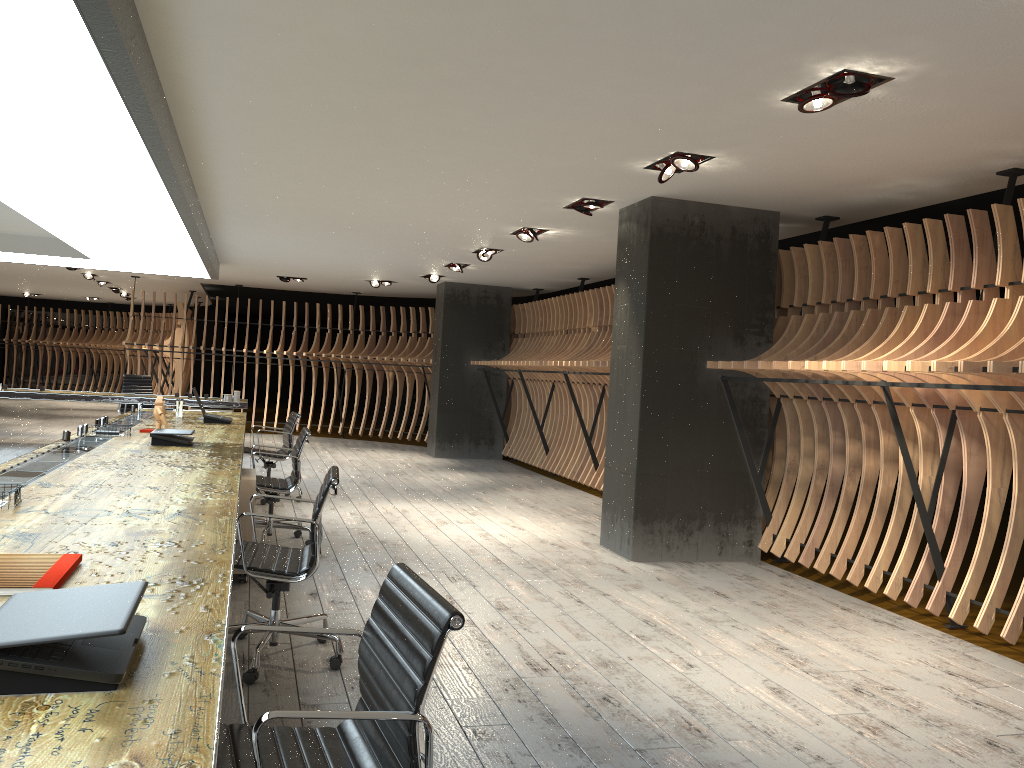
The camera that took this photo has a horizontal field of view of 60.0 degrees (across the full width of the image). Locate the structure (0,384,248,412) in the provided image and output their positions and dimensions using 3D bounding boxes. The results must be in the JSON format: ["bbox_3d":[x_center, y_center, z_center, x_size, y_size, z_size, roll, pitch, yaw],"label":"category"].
[{"bbox_3d":[-3.953,0.649,4.640,4.834,0.844,18.479,3,0,-16],"label":"structure"}]

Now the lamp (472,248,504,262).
[{"bbox_3d":[-0.279,-1.579,10.285,0.269,0.288,0.493,3,0,-16],"label":"lamp"}]

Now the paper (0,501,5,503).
[{"bbox_3d":[-1.996,0.441,3.288,0.176,0.004,0.130,3,0,-10],"label":"paper"}]

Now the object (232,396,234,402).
[{"bbox_3d":[-4.047,0.212,12.712,0.175,0.089,0.289,3,0,0],"label":"object"}]

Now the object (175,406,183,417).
[{"bbox_3d":[-3.277,0.278,8.727,0.061,0.111,0.061,3,0,17],"label":"object"}]

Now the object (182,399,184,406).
[{"bbox_3d":[-3.252,0.234,8.726,0.030,0.170,0.007,4,-1,-30],"label":"object"}]

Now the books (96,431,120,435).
[{"bbox_3d":[-2.908,0.349,6.379,0.155,0.025,0.110,3,0,-21],"label":"books"}]

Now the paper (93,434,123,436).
[{"bbox_3d":[-2.902,0.362,6.377,0.176,0.004,0.130,3,0,-10],"label":"paper"}]

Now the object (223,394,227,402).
[{"bbox_3d":[-4.099,0.199,12.681,0.062,0.109,0.062,4,0,-44],"label":"object"}]

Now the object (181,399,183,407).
[{"bbox_3d":[-3.255,0.234,8.717,0.030,0.170,0.007,3,-1,-3],"label":"object"}]

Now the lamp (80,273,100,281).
[{"bbox_3d":[-7.885,-2.083,16.572,0.269,0.284,0.493,3,0,-16],"label":"lamp"}]

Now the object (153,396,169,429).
[{"bbox_3d":[-2.590,0.237,6.501,0.097,0.300,0.321,4,0,-33],"label":"object"}]

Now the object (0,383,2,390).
[{"bbox_3d":[-7.095,-0.125,11.900,0.431,0.429,0.195,3,0,-21],"label":"object"}]

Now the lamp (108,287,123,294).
[{"bbox_3d":[-8.785,-2.156,19.632,0.269,0.296,0.493,3,0,-16],"label":"lamp"}]

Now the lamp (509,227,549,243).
[{"bbox_3d":[0.171,-1.540,8.755,0.269,0.288,0.493,3,0,-16],"label":"lamp"}]

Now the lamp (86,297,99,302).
[{"bbox_3d":[-11.104,-2.325,23.447,0.493,0.294,0.269,3,0,11],"label":"lamp"}]

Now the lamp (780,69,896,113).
[{"bbox_3d":[1.520,-1.419,4.164,0.269,0.294,0.493,3,0,-16],"label":"lamp"}]

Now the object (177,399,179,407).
[{"bbox_3d":[-3.289,0.232,8.743,0.030,0.170,0.007,3,-1,4],"label":"object"}]

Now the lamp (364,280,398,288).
[{"bbox_3d":[-2.148,-1.723,14.571,0.493,0.292,0.269,3,0,28],"label":"lamp"}]

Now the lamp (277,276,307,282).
[{"bbox_3d":[-3.678,-1.815,14.831,0.492,0.294,0.269,3,0,-10],"label":"lamp"}]

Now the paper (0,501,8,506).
[{"bbox_3d":[-1.985,0.446,3.296,0.176,0.003,0.130,3,1,-18],"label":"paper"}]

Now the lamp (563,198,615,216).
[{"bbox_3d":[0.620,-1.497,7.224,0.269,0.296,0.493,3,0,-16],"label":"lamp"}]

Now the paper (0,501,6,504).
[{"bbox_3d":[-1.996,0.442,3.288,0.176,0.004,0.130,3,0,-10],"label":"paper"}]

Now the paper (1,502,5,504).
[{"bbox_3d":[-1.996,0.444,3.288,0.176,0.004,0.130,3,0,-8],"label":"paper"}]

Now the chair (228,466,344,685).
[{"bbox_3d":[-1.109,0.815,4.028,0.667,0.859,0.693,3,0,-20],"label":"chair"}]

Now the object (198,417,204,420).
[{"bbox_3d":[-2.927,0.340,8.649,0.213,0.019,0.219,3,1,-31],"label":"object"}]

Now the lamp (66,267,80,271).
[{"bbox_3d":[-7.436,-2.038,15.042,0.269,0.295,0.493,3,0,-16],"label":"lamp"}]

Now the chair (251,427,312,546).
[{"bbox_3d":[-1.824,0.751,6.575,0.667,0.859,0.693,3,0,-25],"label":"chair"}]

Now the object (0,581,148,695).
[{"bbox_3d":[-0.854,0.474,1.691,0.261,0.111,0.373,3,0,-16],"label":"object"}]

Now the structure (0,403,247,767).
[{"bbox_3d":[-2.133,0.754,4.953,1.162,0.844,10.454,3,0,-16],"label":"structure"}]

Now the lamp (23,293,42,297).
[{"bbox_3d":[-12.680,-2.420,23.422,0.492,0.291,0.269,3,0,-12],"label":"lamp"}]

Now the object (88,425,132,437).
[{"bbox_3d":[-2.903,0.340,6.377,0.302,0.074,0.217,3,0,-22],"label":"object"}]

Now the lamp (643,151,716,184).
[{"bbox_3d":[1.070,-1.459,5.694,0.269,0.292,0.493,3,0,-16],"label":"lamp"}]

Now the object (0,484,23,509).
[{"bbox_3d":[-1.997,0.418,3.288,0.302,0.071,0.209,3,0,-22],"label":"object"}]

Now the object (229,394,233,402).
[{"bbox_3d":[-4.031,0.203,12.701,0.062,0.109,0.062,4,0,-44],"label":"object"}]

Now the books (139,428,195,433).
[{"bbox_3d":[-2.670,0.365,6.886,0.366,0.026,0.213,3,0,-6],"label":"books"}]

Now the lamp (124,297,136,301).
[{"bbox_3d":[-9.757,-2.240,22.666,0.269,0.293,0.493,3,0,-33],"label":"lamp"}]

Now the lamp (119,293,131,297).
[{"bbox_3d":[-9.235,-2.197,21.162,0.269,0.293,0.493,3,0,-16],"label":"lamp"}]

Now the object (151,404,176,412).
[{"bbox_3d":[-3.759,0.262,9.642,0.302,0.074,0.217,3,0,-22],"label":"object"}]

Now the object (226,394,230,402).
[{"bbox_3d":[-4.048,0.202,12.632,0.062,0.109,0.062,4,0,-44],"label":"object"}]

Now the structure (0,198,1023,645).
[{"bbox_3d":[-5.677,-0.350,8.368,14.878,2.440,36.563,3,0,-16],"label":"structure"}]

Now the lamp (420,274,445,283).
[{"bbox_3d":[-1.192,-1.656,13.340,0.269,0.293,0.493,3,0,-23],"label":"lamp"}]

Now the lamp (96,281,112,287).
[{"bbox_3d":[-8.335,-2.120,18.102,0.269,0.288,0.493,3,0,-16],"label":"lamp"}]

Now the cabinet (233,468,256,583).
[{"bbox_3d":[-2.182,0.854,5.454,1.131,0.630,0.593,3,0,-16],"label":"cabinet"}]

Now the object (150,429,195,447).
[{"bbox_3d":[-2.304,0.364,6.026,0.262,0.088,0.373,3,0,-16],"label":"object"}]

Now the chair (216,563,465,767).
[{"bbox_3d":[-0.476,0.870,1.910,0.667,0.859,0.693,3,0,-30],"label":"chair"}]

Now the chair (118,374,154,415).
[{"bbox_3d":[-5.725,0.378,13.754,0.665,1.023,0.699,4,0,-36],"label":"chair"}]

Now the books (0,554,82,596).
[{"bbox_3d":[-1.256,0.487,2.282,0.213,0.026,0.366,3,0,-16],"label":"books"}]

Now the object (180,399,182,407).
[{"bbox_3d":[-3.262,0.234,8.710,0.030,0.170,0.007,3,-1,23],"label":"object"}]

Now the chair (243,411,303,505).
[{"bbox_3d":[-2.412,0.699,8.661,0.667,0.859,0.693,3,0,-30],"label":"chair"}]

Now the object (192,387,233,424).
[{"bbox_3d":[-2.805,0.201,8.311,0.365,0.316,0.373,3,0,-16],"label":"object"}]

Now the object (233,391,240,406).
[{"bbox_3d":[-3.919,0.204,12.626,0.088,0.204,0.262,3,0,-18],"label":"object"}]

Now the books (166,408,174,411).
[{"bbox_3d":[-3.764,0.271,9.643,0.155,0.025,0.110,3,0,-21],"label":"books"}]

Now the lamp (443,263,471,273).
[{"bbox_3d":[-0.729,-1.616,11.815,0.269,0.292,0.493,3,0,-16],"label":"lamp"}]
